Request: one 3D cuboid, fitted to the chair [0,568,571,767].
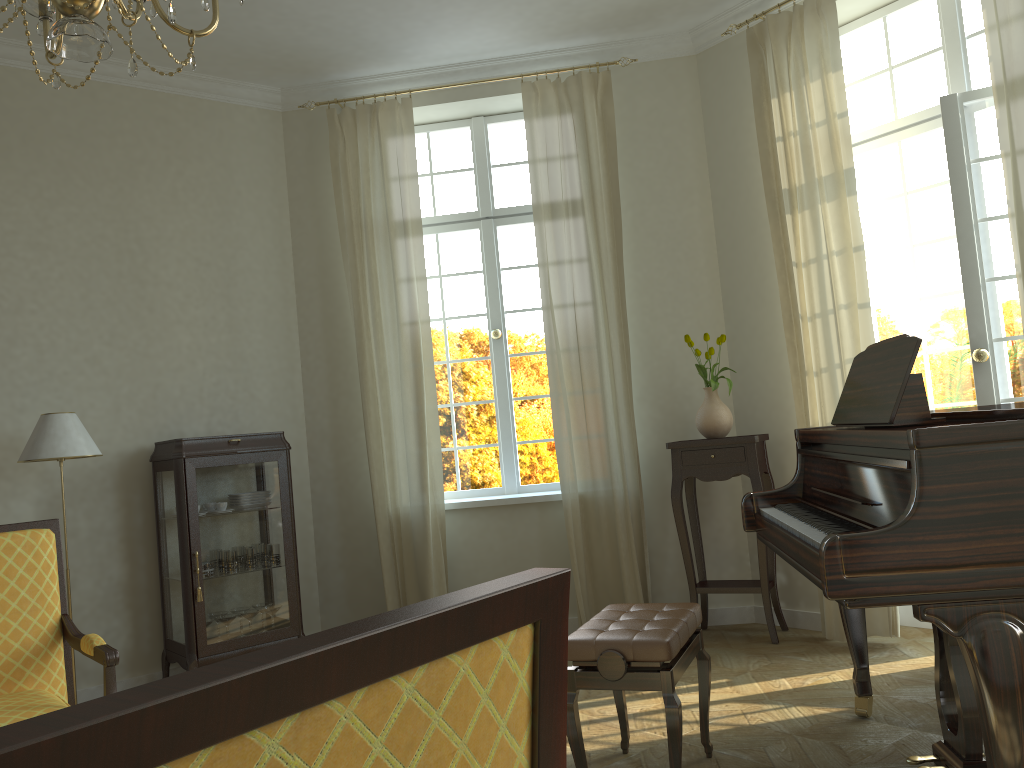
[{"bbox_3d":[-0.356,0.763,0.799,0.671,1.083,0.730,-8,-4,36],"label":"chair"}]

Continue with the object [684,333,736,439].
[{"bbox_3d":[1.142,0.008,5.084,0.264,0.609,0.242,-4,-4,-14],"label":"object"}]

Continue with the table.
[{"bbox_3d":[1.223,0.864,5.032,0.522,1.114,0.344,-7,-4,27],"label":"table"}]

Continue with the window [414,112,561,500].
[{"bbox_3d":[-0.117,-0.535,5.880,1.400,2.550,0.181,-6,-4,7],"label":"window"}]

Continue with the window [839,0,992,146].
[{"bbox_3d":[2.288,-1.765,4.583,0.055,0.680,1.380,-2,-4,-38],"label":"window"}]

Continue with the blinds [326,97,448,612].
[{"bbox_3d":[-0.752,-0.090,5.443,0.554,3.385,0.162,-6,-4,12],"label":"blinds"}]

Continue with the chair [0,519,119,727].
[{"bbox_3d":[-1.869,1.001,2.432,1.389,1.083,0.680,-2,-4,-39],"label":"chair"}]

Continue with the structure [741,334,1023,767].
[{"bbox_3d":[1.790,0.517,2.831,1.856,1.439,1.514,-6,-4,7],"label":"structure"}]

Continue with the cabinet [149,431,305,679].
[{"bbox_3d":[-1.591,0.988,4.984,0.733,1.386,0.542,-2,-4,-38],"label":"cabinet"}]

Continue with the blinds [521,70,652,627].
[{"bbox_3d":[0.483,-0.206,5.349,0.552,3.381,0.159,-6,-4,10],"label":"blinds"}]

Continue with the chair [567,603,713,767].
[{"bbox_3d":[0.453,1.095,3.074,0.385,0.563,0.638,-7,-4,22],"label":"chair"}]

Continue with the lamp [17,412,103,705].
[{"bbox_3d":[-2.189,0.918,4.368,0.380,1.552,0.381,-3,-4,-33],"label":"lamp"}]

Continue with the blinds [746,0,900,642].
[{"bbox_3d":[1.664,-0.351,4.705,0.159,3.386,0.552,-2,-5,-41],"label":"blinds"}]

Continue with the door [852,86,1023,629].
[{"bbox_3d":[2.298,-0.064,4.363,0.425,2.690,1.385,-2,-4,-38],"label":"door"}]

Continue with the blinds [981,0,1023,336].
[{"bbox_3d":[2.388,-0.482,3.702,0.162,3.386,0.554,-2,-5,-44],"label":"blinds"}]

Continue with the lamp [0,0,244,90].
[{"bbox_3d":[-0.999,-1.442,1.961,0.661,1.466,0.662,-7,-4,21],"label":"lamp"}]
